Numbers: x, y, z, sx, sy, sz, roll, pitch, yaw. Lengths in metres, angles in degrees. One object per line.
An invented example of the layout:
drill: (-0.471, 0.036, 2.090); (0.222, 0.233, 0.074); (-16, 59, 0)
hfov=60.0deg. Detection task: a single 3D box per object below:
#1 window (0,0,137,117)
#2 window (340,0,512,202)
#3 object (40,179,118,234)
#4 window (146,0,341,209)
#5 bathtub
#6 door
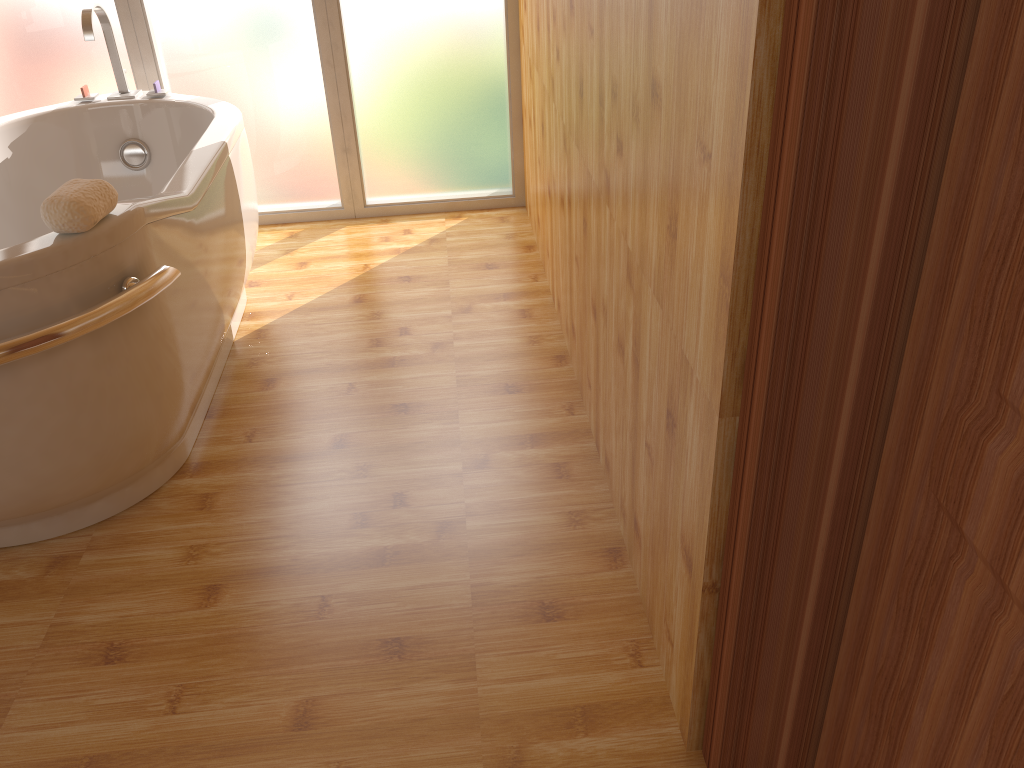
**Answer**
window: (-1.708, -1.470, 3.079); (0.587, 1.900, 0.010); (-5, 31, -3)
window: (-0.337, -1.582, 3.155); (0.596, 1.900, 0.010); (-5, 31, -3)
object: (-0.820, -0.339, 1.684); (0.105, 0.077, 0.166); (0, 32, 4)
window: (-1.025, -1.526, 3.117); (0.587, 1.900, 0.010); (-5, 31, -3)
bathtub: (-1.195, -0.404, 2.348); (0.977, 0.900, 1.946); (-3, 31, -1)
door: (0.434, -0.010, 0.486); (0.106, 2.001, 0.823); (-5, 32, -4)
